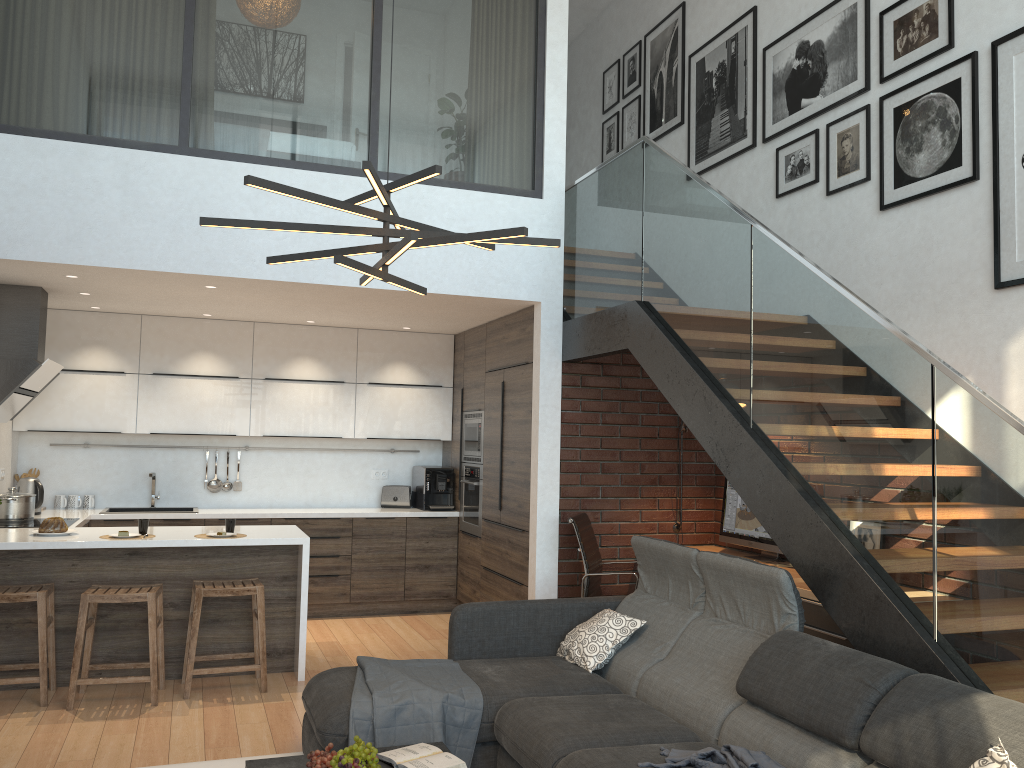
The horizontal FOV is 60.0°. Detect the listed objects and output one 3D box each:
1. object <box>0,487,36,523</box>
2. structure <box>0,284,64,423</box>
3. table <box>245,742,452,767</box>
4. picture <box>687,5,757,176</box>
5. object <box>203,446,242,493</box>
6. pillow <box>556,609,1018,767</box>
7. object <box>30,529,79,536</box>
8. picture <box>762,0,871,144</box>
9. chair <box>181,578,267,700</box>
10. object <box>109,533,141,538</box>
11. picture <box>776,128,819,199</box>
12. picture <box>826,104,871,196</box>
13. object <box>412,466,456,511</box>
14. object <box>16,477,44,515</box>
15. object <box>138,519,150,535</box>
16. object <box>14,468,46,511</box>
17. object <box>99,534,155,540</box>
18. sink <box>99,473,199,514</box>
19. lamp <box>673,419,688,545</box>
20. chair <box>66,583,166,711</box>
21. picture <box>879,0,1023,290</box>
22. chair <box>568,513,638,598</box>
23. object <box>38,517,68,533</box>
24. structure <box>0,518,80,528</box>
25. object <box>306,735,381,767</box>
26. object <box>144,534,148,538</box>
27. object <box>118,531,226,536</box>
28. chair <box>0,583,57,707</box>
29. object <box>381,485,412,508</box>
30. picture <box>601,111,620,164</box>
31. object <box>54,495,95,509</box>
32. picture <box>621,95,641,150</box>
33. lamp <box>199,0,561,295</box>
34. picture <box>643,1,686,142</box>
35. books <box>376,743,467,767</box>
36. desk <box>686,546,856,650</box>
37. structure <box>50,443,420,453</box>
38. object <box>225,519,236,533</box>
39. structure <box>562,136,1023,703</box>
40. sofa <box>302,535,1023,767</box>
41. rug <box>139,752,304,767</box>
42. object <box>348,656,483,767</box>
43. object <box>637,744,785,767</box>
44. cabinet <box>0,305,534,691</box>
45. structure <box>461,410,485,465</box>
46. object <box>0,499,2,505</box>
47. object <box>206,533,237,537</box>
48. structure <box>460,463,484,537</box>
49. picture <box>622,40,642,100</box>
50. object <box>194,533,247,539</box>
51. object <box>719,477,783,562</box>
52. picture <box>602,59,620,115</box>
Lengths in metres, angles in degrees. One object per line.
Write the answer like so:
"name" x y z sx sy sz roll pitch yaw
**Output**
"object" -3.344 0.801 5.923 0.288 0.223 0.315 0 -4 21
"structure" -3.238 -0.240 5.880 0.407 0.998 0.898 3 -4 -20
"table" -0.472 1.451 2.826 0.700 0.323 0.700 3 -4 -20
"picture" 1.520 -2.084 6.469 0.025 0.990 0.871 3 -4 -20
"object" -2.433 0.719 7.456 0.320 0.389 0.069 3 -4 -18
"pillow" 0.772 1.134 3.247 0.386 0.364 2.734 2 -4 -16
"object" -2.699 0.878 5.234 0.261 0.021 0.261 3 -4 -25
"picture" 1.861 -1.962 5.501 0.025 0.654 0.990 3 -4 -20
"chair" -1.660 1.457 5.145 0.450 0.600 0.350 3 -4 -22
"object" -2.255 0.885 5.168 0.176 0.014 0.176 3 -4 -30
"picture" 1.802 -1.385 5.602 0.025 0.333 0.410 3 -4 -20
"picture" 1.957 -1.354 5.165 0.022 0.440 0.358 3 -4 -20
"object" -0.688 0.912 7.816 0.274 0.378 0.532 3 -4 -20
"object" -3.513 0.814 6.447 0.179 0.270 0.220 4 -4 -32
"object" -2.203 0.856 5.299 0.066 0.093 0.066 0 -4 16
"object" -3.722 0.810 6.823 0.221 0.316 0.330 3 -4 -20
"object" -2.256 0.896 5.207 0.305 0.002 0.305 -2 -5 39
"sink" -2.850 0.967 7.006 0.706 0.518 0.512 3 -4 -20
"lamp" 1.373 0.864 5.807 0.462 2.003 1.054 4 -5 -36
"chair" -2.154 1.429 4.884 0.450 0.600 0.350 2 -4 -15
"picture" 2.345 -1.287 4.070 0.028 1.678 1.785 3 -4 -20
"chair" 0.692 1.345 5.663 0.700 0.991 0.651 0 -4 14
"object" -2.711 0.839 5.243 0.155 0.101 0.161 3 -4 -24
"structure" -3.180 0.913 5.831 0.550 0.006 0.609 3 -4 -20
"object" -0.545 1.203 2.821 0.256 0.173 0.279 3 -4 -22
"object" -2.146 0.891 5.190 0.025 0.011 0.126 2 -4 -16
"object" -1.998 0.880 5.231 0.597 0.039 0.064 3 -4 -23
"chair" -2.728 1.412 4.809 0.450 0.600 0.350 3 -4 -20
"object" -1.021 0.997 7.850 0.260 0.195 0.177 1 -4 1
"picture" 0.912 -2.267 8.198 0.025 0.410 0.333 3 -4 -20
"object" -3.469 0.935 7.036 0.297 0.105 0.112 2 -4 -18
"picture" 1.052 -2.290 7.812 0.025 0.410 0.333 3 -4 -20
"lamp" -0.387 -2.165 3.096 1.200 3.645 0.831 2 -4 -10
"picture" 1.246 -2.518 7.290 0.025 0.990 0.654 3 -4 -20
"books" -0.316 1.295 3.059 0.199 0.025 0.294 4 -5 -40
"desk" 1.509 1.454 5.159 0.610 0.750 2.182 3 -4 -20
"structure" -2.253 0.547 7.539 3.000 0.045 0.050 3 -4 -20
"object" -1.728 0.875 5.437 0.066 0.093 0.066 -2 -5 43
"structure" 1.394 0.309 4.891 1.289 3.460 5.660 3 -4 -20
"sofa" 0.240 1.162 2.940 2.108 0.995 3.169 3 -4 -19
"rug" -0.625 1.629 2.909 1.606 0.013 2.496 3 -4 -20
"object" -0.425 1.403 3.768 0.548 0.369 0.685 2 -4 -12
"object" 0.834 1.241 2.734 0.411 0.118 0.905 5 -5 -44
"cabinet" -1.838 0.634 6.437 3.495 2.401 2.401 3 -4 -20
"structure" -0.111 0.450 7.370 0.459 0.430 0.595 3 -4 -20
"object" -3.176 0.727 5.319 0.179 0.311 0.172 2 -4 -9
"object" -1.740 0.906 5.314 0.176 0.014 0.176 2 -4 -15
"structure" -0.139 0.948 7.331 0.495 0.570 0.595 3 -4 -20
"picture" 1.063 -2.774 7.844 0.025 0.410 0.333 3 -4 -20
"object" -1.758 0.916 5.353 0.304 0.002 0.304 0 -4 12
"object" 1.451 0.836 5.575 0.431 0.535 0.716 3 -4 -20
"picture" 0.923 -2.754 8.230 0.025 0.410 0.333 3 -4 -20
